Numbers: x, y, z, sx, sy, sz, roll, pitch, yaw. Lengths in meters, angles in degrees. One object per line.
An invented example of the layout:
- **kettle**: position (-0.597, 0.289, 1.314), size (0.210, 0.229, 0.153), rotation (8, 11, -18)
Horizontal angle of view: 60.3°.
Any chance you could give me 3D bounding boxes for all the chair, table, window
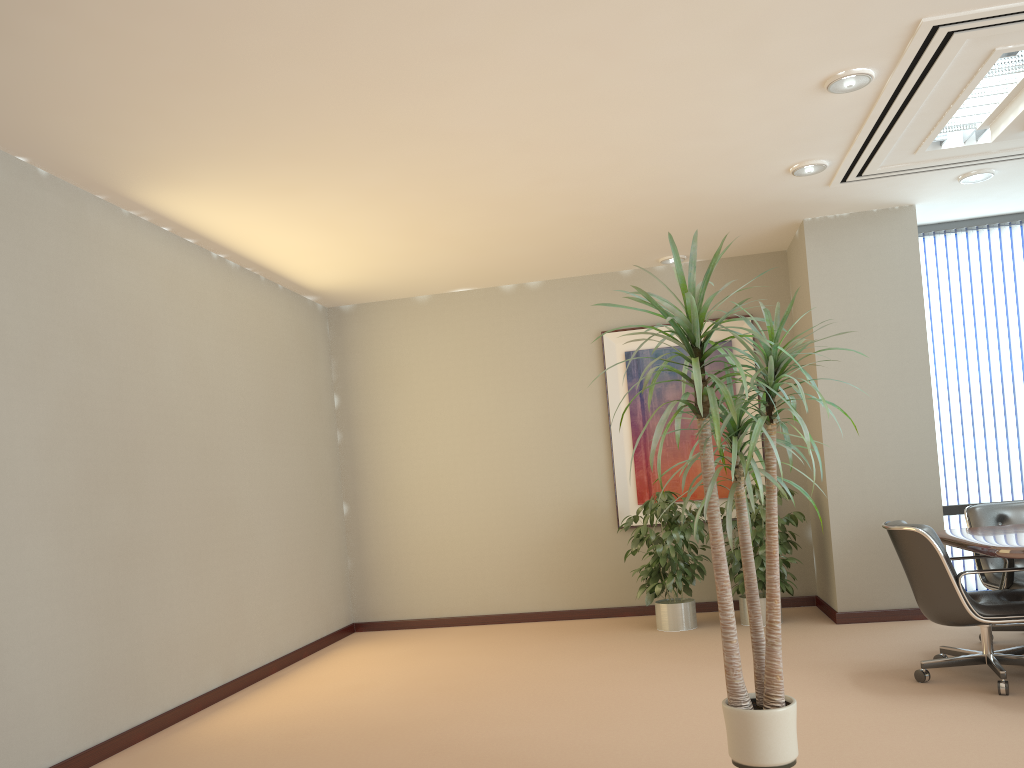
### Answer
- **chair**: position (2.467, 1.139, 4.690), size (0.854, 0.856, 0.761), rotation (-5, -3, 10)
- **table**: position (4.413, 0.991, 4.376), size (4.074, 0.747, 1.513), rotation (-6, -6, 10)
- **window**: position (6.818, -0.265, 5.215), size (3.522, 2.901, 7.434), rotation (-2, -6, -35)
- **chair**: position (3.272, 1.153, 5.400), size (0.759, 0.856, 0.856), rotation (-5, -4, 5)

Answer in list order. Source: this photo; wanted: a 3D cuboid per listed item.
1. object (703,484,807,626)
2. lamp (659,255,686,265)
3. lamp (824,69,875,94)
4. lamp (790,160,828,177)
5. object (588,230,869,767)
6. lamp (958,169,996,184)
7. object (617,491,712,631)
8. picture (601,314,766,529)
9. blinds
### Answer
- **object**: position (1.917, 1.331, 6.945), size (0.740, 1.090, 0.796), rotation (-7, -3, 41)
- **lamp**: position (1.366, -1.050, 7.492), size (0.226, 0.035, 0.226), rotation (-7, -7, 20)
- **lamp**: position (1.622, -1.449, 4.239), size (0.225, 0.035, 0.226), rotation (-6, -7, 13)
- **lamp**: position (1.837, -1.327, 5.450), size (0.226, 0.035, 0.225), rotation (-8, -7, 27)
- **object**: position (0.771, 0.415, 3.081), size (0.815, 1.828, 0.809), rotation (-4, -2, -15)
- **lamp**: position (3.111, -1.382, 5.905), size (0.226, 0.035, 0.225), rotation (-8, -7, 27)
- **object**: position (1.283, 1.390, 6.992), size (0.735, 1.090, 0.802), rotation (-4, -3, -9)
- **picture**: position (1.495, 0.342, 7.652), size (1.298, 1.743, 0.058), rotation (-5, -1, 10)
- **blinds**: position (5.714, 0.002, 6.764), size (4.901, 2.904, 0.031), rotation (-6, -1, 10)
